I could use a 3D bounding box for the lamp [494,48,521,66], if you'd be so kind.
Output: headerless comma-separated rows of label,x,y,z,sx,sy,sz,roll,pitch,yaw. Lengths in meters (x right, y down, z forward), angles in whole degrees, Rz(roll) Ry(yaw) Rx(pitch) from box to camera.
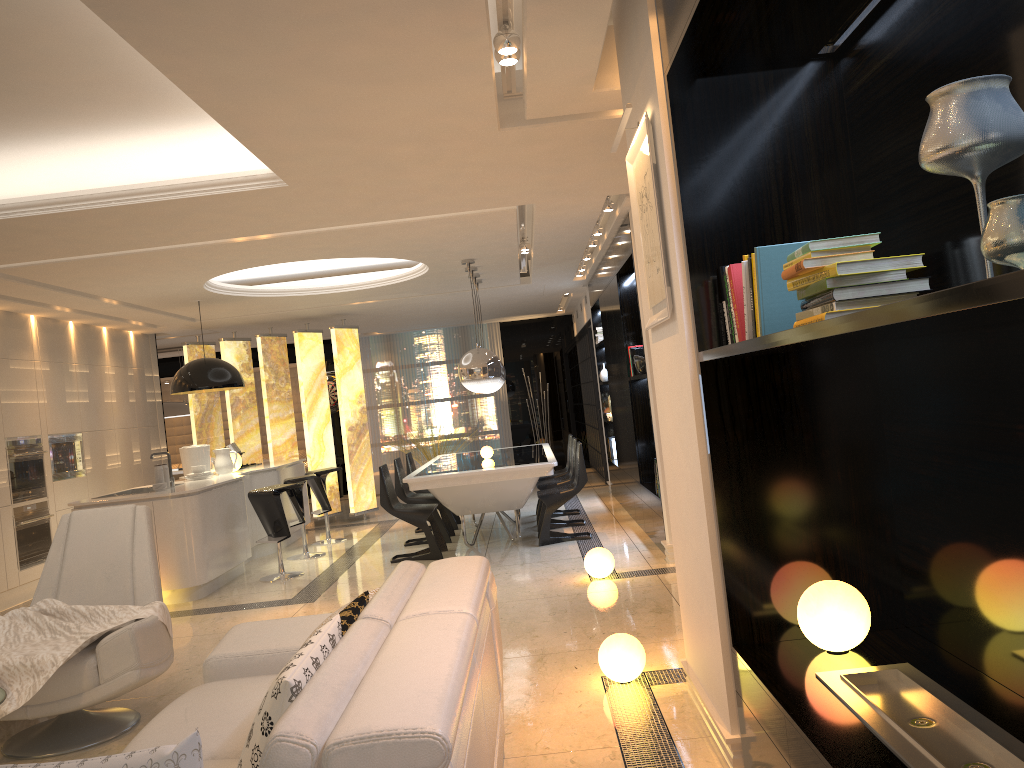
lamp,-0.020,-1.351,3.576,0.107,0.127,0.107,-7,-1,12

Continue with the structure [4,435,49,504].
structure,-4.718,0.807,8.205,0.595,0.597,0.609,-6,-1,1

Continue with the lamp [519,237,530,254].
lamp,0.117,-1.292,8.280,0.107,0.127,0.271,-6,-1,1

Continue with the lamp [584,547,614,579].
lamp,0.612,1.254,6.217,0.212,0.214,0.213,-7,-1,40

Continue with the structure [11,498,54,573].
structure,-4.650,1.412,8.195,0.595,0.597,0.609,-6,-1,1

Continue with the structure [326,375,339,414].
structure,-3.120,0.179,15.101,0.669,0.669,0.048,-6,-1,1

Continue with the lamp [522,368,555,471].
lamp,0.470,0.608,14.809,0.418,1.801,0.200,-6,-1,1

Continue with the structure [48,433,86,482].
structure,-4.700,0.758,8.951,0.446,0.450,0.659,-6,-1,1

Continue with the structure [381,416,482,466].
structure,-1.251,1.123,14.268,1.275,1.142,1.282,-6,-1,-43

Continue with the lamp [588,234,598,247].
lamp,0.758,-1.362,8.395,0.107,0.127,0.107,-6,-1,-18

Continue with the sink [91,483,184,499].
sink,-3.182,0.989,7.605,0.485,0.152,0.738,-6,-1,1

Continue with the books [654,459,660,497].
books,1.220,0.710,6.855,0.222,0.296,0.345,-6,-1,1

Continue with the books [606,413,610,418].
books,1.256,0.386,10.792,0.209,0.073,0.266,-6,-1,4

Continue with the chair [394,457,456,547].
chair,-0.869,1.137,8.780,0.496,0.858,0.523,-6,-1,1

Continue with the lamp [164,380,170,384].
lamp,-6.215,-0.064,15.960,0.107,0.127,0.107,-6,-1,-18

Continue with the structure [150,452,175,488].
structure,-3.000,0.739,7.579,0.177,0.310,0.089,-6,-1,1

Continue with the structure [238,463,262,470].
structure,-3.157,0.938,9.902,0.502,0.026,0.811,-6,-1,1

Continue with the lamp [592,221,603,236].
lamp,0.749,-1.370,7.799,0.107,0.127,0.107,-6,-1,-18

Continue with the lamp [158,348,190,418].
lamp,-5.277,0.017,13.235,1.578,0.995,0.939,-6,-1,1

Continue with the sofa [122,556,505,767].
sofa,-0.626,1.063,2.543,1.145,0.754,2.328,-6,-1,1

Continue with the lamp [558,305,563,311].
lamp,0.785,-1.267,14.597,0.107,0.127,0.107,-6,-1,-18

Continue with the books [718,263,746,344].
books,0.779,-0.258,2.768,0.208,0.270,0.240,-6,-1,1

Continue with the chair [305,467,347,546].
chair,-2.012,1.311,9.553,0.380,0.789,0.380,-6,-1,-32

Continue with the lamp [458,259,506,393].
lamp,-0.326,-0.518,8.826,0.408,1.226,1.827,-6,-1,1

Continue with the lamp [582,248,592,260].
lamp,0.771,-1.350,9.209,0.107,0.127,0.107,-6,-1,-18

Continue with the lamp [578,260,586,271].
lamp,0.784,-1.339,10.021,0.107,0.127,0.107,-6,-1,-18

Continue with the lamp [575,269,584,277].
lamp,0.791,-1.333,10.470,0.107,0.127,0.107,-6,-1,-18

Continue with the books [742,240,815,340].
books,0.780,-0.258,2.536,0.212,0.261,0.210,-6,-1,1

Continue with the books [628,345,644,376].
books,1.143,-0.209,7.761,0.210,0.270,0.236,-6,-1,0

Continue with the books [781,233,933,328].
books,0.799,-0.237,2.092,0.260,0.197,0.296,-6,-1,3

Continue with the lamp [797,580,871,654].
lamp,0.986,0.710,2.719,0.212,0.214,0.213,-7,-1,40

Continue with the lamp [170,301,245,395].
lamp,-3.061,-0.378,8.798,0.710,0.898,0.710,-7,-1,11

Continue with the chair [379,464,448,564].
chair,-0.883,1.125,7.913,0.496,0.858,0.523,-6,-1,1

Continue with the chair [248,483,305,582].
chair,-2.041,1.285,7.717,0.380,0.789,0.380,-7,-1,33

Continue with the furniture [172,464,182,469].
furniture,-5.985,1.843,15.696,1.312,0.810,1.107,-6,-1,1

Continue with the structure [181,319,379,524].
structure,-2.928,0.553,11.252,2.180,2.555,0.448,-6,-1,1

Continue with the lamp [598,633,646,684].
lamp,0.495,1.232,3.992,0.212,0.214,0.213,-7,-1,40

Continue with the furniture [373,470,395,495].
furniture,-2.124,1.621,14.685,0.735,0.357,0.735,-6,-1,3

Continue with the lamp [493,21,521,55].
lamp,-0.022,-1.353,3.461,0.107,0.127,0.107,-7,-1,12

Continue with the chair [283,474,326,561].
chair,-2.065,1.304,8.721,0.380,0.789,0.380,-6,-1,-17

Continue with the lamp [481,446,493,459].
lamp,-0.246,0.670,8.689,0.125,0.125,0.125,-6,-1,-39

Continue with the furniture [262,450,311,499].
furniture,-4.090,1.630,15.669,1.312,0.810,1.107,-6,-1,1

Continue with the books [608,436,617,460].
books,1.298,0.778,10.853,0.210,0.270,0.236,-6,-1,0

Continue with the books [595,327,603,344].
books,1.138,-0.598,10.816,0.259,0.188,0.302,-7,-1,8

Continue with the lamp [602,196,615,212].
lamp,0.733,-1.384,6.795,0.107,0.127,0.107,-6,-1,-18

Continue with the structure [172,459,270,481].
structure,-5.086,1.698,13.191,2.912,0.812,1.659,-6,-1,1
